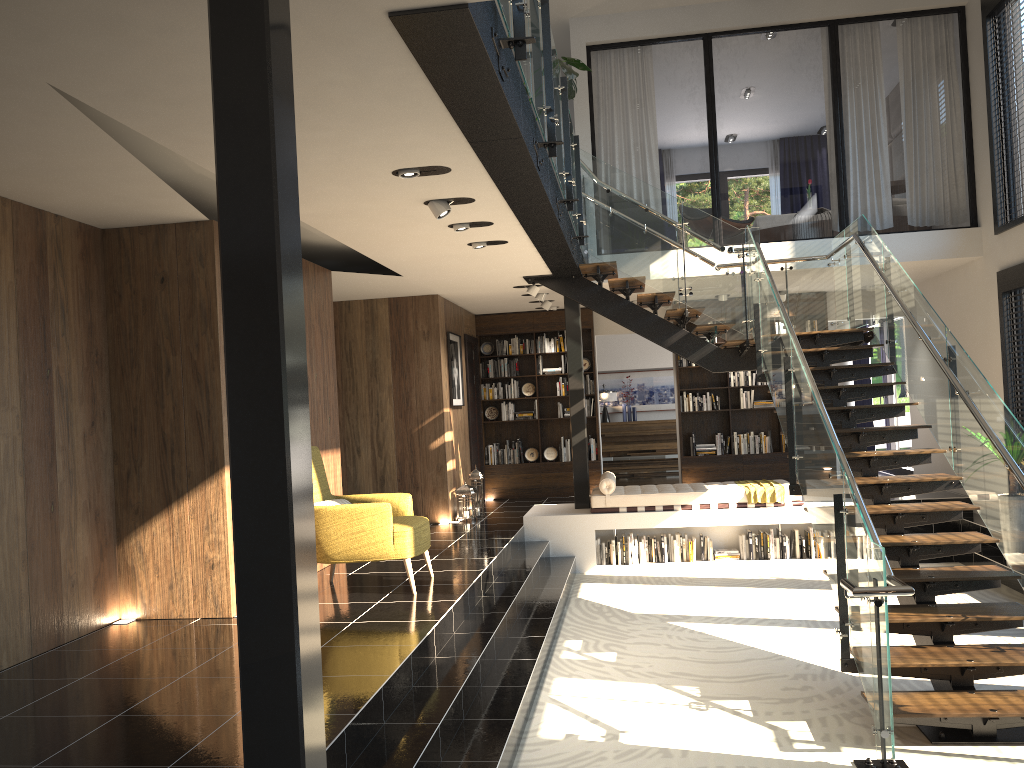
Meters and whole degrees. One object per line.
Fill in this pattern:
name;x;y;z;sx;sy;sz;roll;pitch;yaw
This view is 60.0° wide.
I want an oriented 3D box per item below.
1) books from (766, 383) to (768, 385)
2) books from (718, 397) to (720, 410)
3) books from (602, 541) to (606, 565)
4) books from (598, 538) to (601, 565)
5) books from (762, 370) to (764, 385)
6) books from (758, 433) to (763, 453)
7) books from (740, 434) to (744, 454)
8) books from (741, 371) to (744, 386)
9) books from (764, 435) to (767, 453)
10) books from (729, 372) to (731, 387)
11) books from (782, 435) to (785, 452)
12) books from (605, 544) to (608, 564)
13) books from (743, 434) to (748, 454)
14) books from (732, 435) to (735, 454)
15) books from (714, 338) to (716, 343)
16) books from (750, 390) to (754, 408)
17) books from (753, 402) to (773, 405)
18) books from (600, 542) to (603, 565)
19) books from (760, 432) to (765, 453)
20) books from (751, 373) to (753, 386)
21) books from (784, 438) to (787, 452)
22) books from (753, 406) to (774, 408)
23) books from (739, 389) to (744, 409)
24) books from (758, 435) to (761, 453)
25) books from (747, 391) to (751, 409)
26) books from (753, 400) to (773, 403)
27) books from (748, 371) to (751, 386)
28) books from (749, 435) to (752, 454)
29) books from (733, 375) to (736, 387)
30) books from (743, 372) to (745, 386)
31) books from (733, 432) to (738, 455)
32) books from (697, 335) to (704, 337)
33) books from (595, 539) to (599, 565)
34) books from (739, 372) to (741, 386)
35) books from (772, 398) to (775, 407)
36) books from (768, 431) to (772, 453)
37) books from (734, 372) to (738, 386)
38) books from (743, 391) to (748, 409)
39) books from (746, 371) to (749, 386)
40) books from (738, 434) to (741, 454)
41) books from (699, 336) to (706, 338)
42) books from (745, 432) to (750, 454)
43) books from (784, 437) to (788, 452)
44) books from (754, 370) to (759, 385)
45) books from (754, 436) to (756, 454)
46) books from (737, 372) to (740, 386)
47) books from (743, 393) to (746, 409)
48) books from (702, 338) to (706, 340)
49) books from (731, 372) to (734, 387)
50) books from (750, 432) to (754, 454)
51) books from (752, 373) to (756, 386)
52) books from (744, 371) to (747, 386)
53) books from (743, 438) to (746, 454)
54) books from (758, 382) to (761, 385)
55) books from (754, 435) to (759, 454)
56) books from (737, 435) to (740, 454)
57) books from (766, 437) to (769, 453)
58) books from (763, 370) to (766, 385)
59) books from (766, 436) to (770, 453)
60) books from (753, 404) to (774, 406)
books;3.567;-0.097;12.422;0.046;0.219;0.145;-3;-1;8
books;2.923;0.276;12.549;0.022;0.185;0.127;-3;-1;8
books;1.027;1.884;9.886;0.027;0.241;0.150;-3;-1;8
books;0.978;1.865;9.904;0.024;0.286;0.130;-3;-1;8
books;3.509;-0.088;12.448;0.030;0.208;0.119;-3;-1;8
books;3.476;0.827;12.395;0.028;0.280;0.154;-3;-1;8
books;3.218;0.843;12.424;0.030;0.276;0.160;-3;-1;8
books;3.221;-0.098;12.448;0.028;0.258;0.208;-3;-1;8
books;3.528;0.839;12.381;0.028;0.250;0.162;-3;-1;8
books;3.061;-0.073;12.491;0.030;0.228;0.176;-3;-1;8
books;3.776;0.819;12.371;0.024;0.263;0.174;-3;-1;8
books;1.059;1.898;9.909;0.029;0.211;0.130;-3;-1;8
books;3.276;0.838;12.438;0.031;0.280;0.141;-3;-1;8
books;3.107;0.857;12.471;0.026;0.263;0.156;-3;-1;8
books;2.848;-0.714;12.523;0.029;0.272;0.173;-3;-1;8
books;3.356;0.211;12.433;0.067;0.261;0.159;-3;-1;8
books;3.503;0.270;12.407;0.261;0.024;0.167;-3;-2;4
books;1.001;1.892;9.886;0.024;0.229;0.171;-3;-1;8
books;3.502;0.819;12.397;0.025;0.294;0.177;-3;-1;8
books;3.352;-0.064;12.444;0.021;0.176;0.161;-3;-1;8
books;3.800;0.850;12.353;0.025;0.199;0.149;-3;-1;8
books;3.506;0.320;12.412;0.274;0.025;0.156;-3;-2;5
books;3.219;0.207;12.449;0.030;0.284;0.176;-3;-1;8
books;3.449;0.844;12.405;0.029;0.250;0.142;-3;-1;8
books;3.301;0.222;12.409;0.036;0.244;0.194;-3;-1;8
books;3.503;0.246;12.413;0.274;0.025;0.156;-3;-2;11
books;3.324;-0.091;12.427;0.028;0.231;0.167;-3;-1;8
books;3.333;0.847;12.405;0.025;0.255;0.202;-3;-1;8
books;3.122;-0.044;12.480;0.027;0.162;0.125;-3;-1;8
books;3.251;-0.071;12.465;0.026;0.201;0.146;-3;-1;8
books;3.131;0.830;12.433;0.035;0.312;0.160;-3;-1;8
books;2.623;-0.683;12.559;0.285;0.030;0.176;-3;-2;7
books;0.956;1.874;9.923;0.025;0.270;0.156;-3;-1;8
books;3.195;-0.087;12.457;0.027;0.239;0.153;-3;-1;8
books;3.662;0.193;12.393;0.026;0.263;0.156;-3;-1;8
books;3.606;0.807;12.400;0.022;0.307;0.131;-3;-1;8
books;3.144;-0.063;12.464;0.024;0.197;0.175;-3;-1;8
books;3.272;0.223;12.438;0.030;0.245;0.166;-3;-1;8
books;3.296;-0.095;12.443;0.030;0.244;0.142;-3;-1;8
books;3.195;0.846;12.453;0.025;0.274;0.150;-3;-1;8
books;2.626;-0.655;12.570;0.270;0.025;0.156;-3;-2;8
books;3.307;0.828;12.433;0.032;0.298;0.169;-3;-1;8
books;3.824;0.829;12.342;0.026;0.238;0.159;-3;-1;8
books;3.422;-0.112;12.428;0.032;0.265;0.149;-3;-1;8
books;3.389;0.849;12.404;0.023;0.246;0.149;-3;-1;8
books;3.167;-0.080;12.452;0.027;0.228;0.208;-3;-1;8
books;3.242;0.237;12.410;0.023;0.218;0.196;-3;-1;8
books;2.626;-0.629;12.565;0.251;0.026;0.148;-3;-2;12
books;3.090;-0.097;12.485;0.031;0.272;0.158;-3;-1;8
books;3.362;0.821;12.420;0.032;0.305;0.155;-3;-1;8
books;3.386;-0.063;12.442;0.047;0.171;0.167;-3;-1;8
books;3.274;-0.074;12.459;0.020;0.206;0.147;-3;-1;8
books;3.249;0.873;12.431;0.025;0.214;0.170;-3;-1;8
books;3.453;-0.071;12.418;0.027;0.179;0.164;-3;-1;8
books;3.418;0.843;12.407;0.034;0.255;0.194;-3;-1;8
books;3.166;0.853;12.439;0.030;0.262;0.173;-3;-1;8
books;3.558;0.852;12.397;0.026;0.221;0.145;-3;-1;8
books;3.532;-0.096;12.425;0.024;0.220;0.148;-3;-1;8
books;3.583;0.848;12.393;0.026;0.227;0.129;-3;-1;8
books;3.505;0.295;12.410;0.275;0.025;0.156;-3;-2;4
